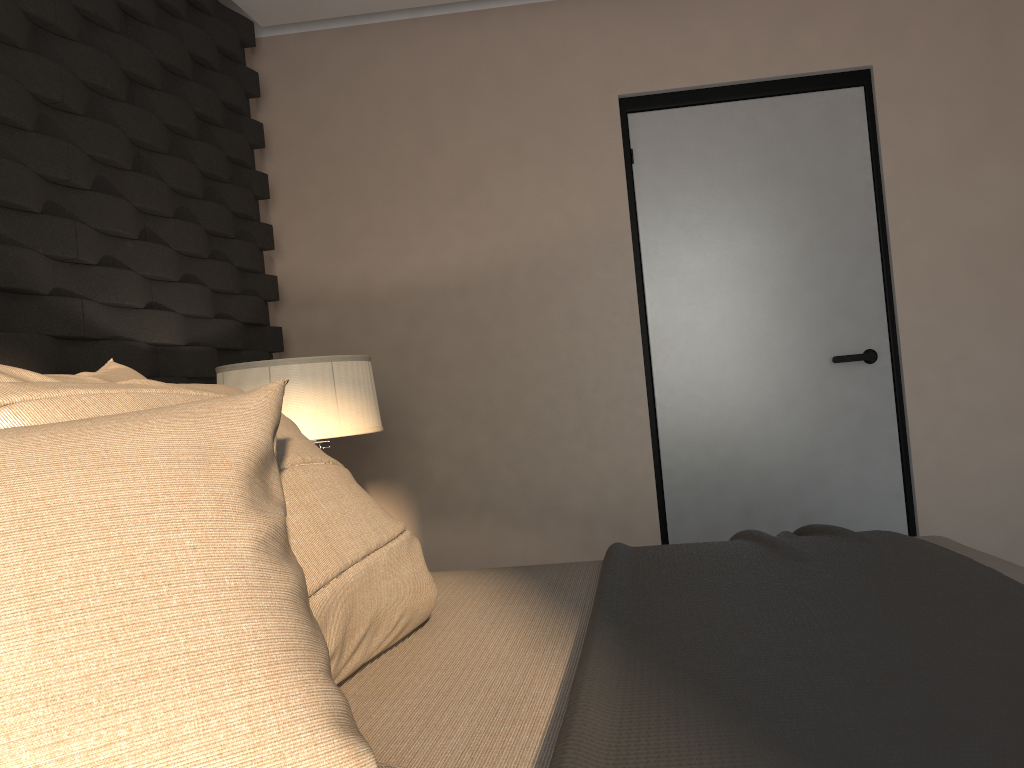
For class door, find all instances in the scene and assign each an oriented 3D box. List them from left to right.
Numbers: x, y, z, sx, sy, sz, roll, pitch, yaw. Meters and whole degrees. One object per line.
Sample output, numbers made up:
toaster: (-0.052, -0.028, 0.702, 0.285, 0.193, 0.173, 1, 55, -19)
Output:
door: (1.025, -0.155, 3.523, 0.992, 2.093, 0.155, -5, -1, 4)

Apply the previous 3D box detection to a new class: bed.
bed: (-0.032, 0.655, 1.061, 2.274, 0.624, 2.312, -6, -1, 7)

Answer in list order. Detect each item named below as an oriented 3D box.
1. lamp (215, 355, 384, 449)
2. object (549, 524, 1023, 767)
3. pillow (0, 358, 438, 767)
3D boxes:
lamp: (-0.609, 0.250, 2.591, 0.489, 0.631, 0.442, -5, -1, -32)
object: (0.400, 0.435, 1.038, 0.613, 0.322, 2.071, -6, -1, 8)
pillow: (-0.478, 0.138, 1.049, 0.889, 0.518, 1.273, -6, -1, 9)
